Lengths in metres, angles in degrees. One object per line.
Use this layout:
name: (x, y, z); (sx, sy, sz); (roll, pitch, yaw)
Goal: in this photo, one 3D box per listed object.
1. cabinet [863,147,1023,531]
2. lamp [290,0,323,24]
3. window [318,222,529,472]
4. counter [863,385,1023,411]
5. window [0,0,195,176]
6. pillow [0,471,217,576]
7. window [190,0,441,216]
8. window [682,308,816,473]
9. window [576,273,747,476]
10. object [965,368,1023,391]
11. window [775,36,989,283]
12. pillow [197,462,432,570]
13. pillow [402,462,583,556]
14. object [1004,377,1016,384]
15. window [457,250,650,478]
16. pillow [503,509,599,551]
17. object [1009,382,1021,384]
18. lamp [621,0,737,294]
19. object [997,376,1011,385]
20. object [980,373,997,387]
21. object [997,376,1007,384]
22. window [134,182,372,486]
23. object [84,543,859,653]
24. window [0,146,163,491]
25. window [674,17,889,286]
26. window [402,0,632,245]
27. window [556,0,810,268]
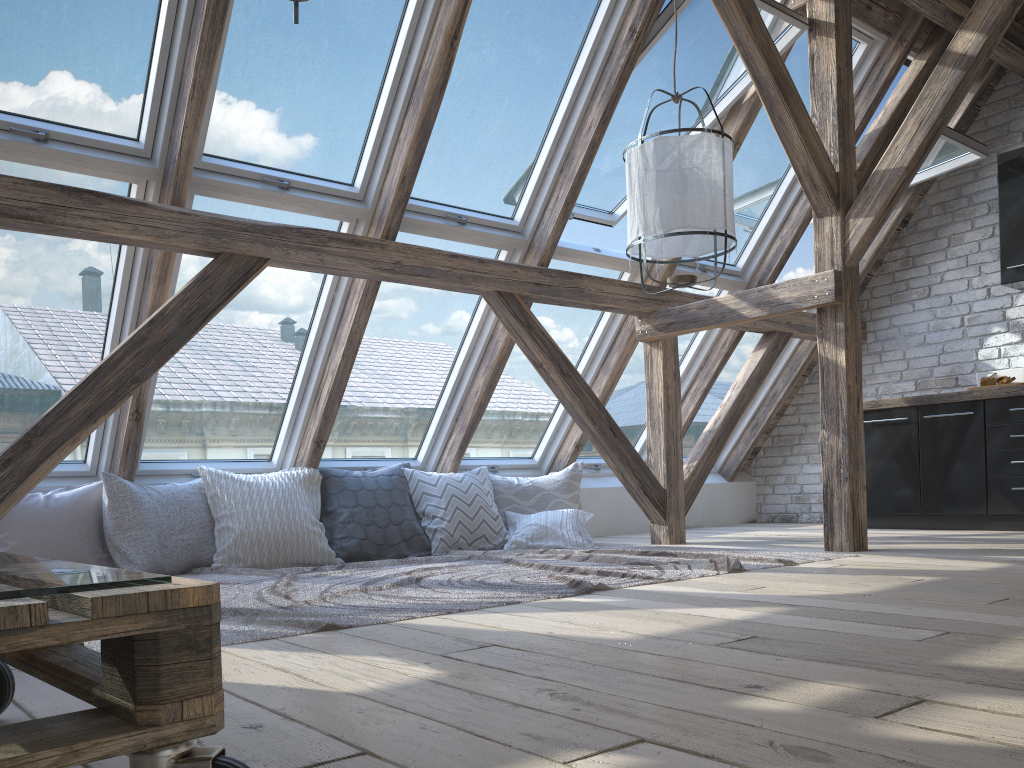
cabinet: (3.253, -0.538, 3.931); (2.091, 2.499, 4.238); (0, -5, -39)
lamp: (-0.579, -1.661, 2.277); (0.408, 1.302, 0.399); (-2, 0, 27)
window: (-0.564, -0.123, 4.714); (0.855, 1.273, 1.101); (-1, -3, -39)
counter: (3.099, 0.309, 4.054); (2.242, 0.849, 3.835); (3, -8, -39)
window: (-1.413, -1.507, 2.773); (0.855, 1.273, 1.101); (-1, -3, -39)
pillow: (-1.763, 0.657, 3.973); (0.437, 0.523, 1.134); (-4, -5, 43)
window: (-0.696, -1.465, 3.349); (0.855, 1.273, 1.101); (-1, -3, -39)
window: (1.585, 0.004, 6.444); (0.855, 1.273, 1.101); (-1, -3, -39)
window: (0.869, -0.038, 5.867); (0.855, 1.273, 1.101); (-1, -3, -39)
object: (3.046, -0.024, 5.425); (0.383, 0.133, 0.591); (-7, -8, 39)
window: (2.130, -1.289, 5.704); (0.855, 1.272, 1.528); (-1, -4, -39)
pillow: (-0.975, 0.664, 4.575); (1.272, 0.561, 0.470); (2, -5, -38)
pillow: (-0.091, 0.739, 5.230); (1.154, 0.532, 0.503); (2, -4, -34)
object: (2.987, -0.015, 5.286); (0.073, 0.055, 0.083); (-4, -5, 27)
window: (0.152, -0.080, 5.290); (0.855, 1.273, 1.101); (-1, -3, -39)
pillow: (0.221, 0.848, 5.068); (0.536, 0.241, 0.478); (-2, -5, 3)
object: (3.017, 0.002, 5.278); (0.069, 0.017, 0.078); (-5, -7, 29)
lamp: (0.595, -1.299, 3.217); (0.407, 1.892, 0.400); (-2, 0, 2)
object: (2.959, -0.015, 5.289); (0.072, 0.057, 0.083); (-4, -5, 27)
object: (2.891, -0.021, 5.338); (0.090, 0.087, 0.086); (-4, -3, 28)
object: (2.982, -0.014, 5.342); (0.074, 0.067, 0.079); (-3, -4, 23)
window: (-1.280, -0.165, 4.137); (0.855, 1.273, 1.101); (-1, -3, -39)
object: (-0.348, 0.795, 3.833); (3.188, 0.056, 2.201); (3, -8, -38)
window: (-1.996, -0.207, 3.560); (0.855, 1.273, 1.101); (-1, -3, -39)
window: (1.452, -1.338, 5.079); (0.855, 1.273, 1.101); (-1, -3, -39)
window: (0.020, -1.423, 3.926); (0.855, 1.273, 1.101); (-1, -3, -39)
window: (0.705, -1.375, 4.541); (0.855, 1.273, 1.413); (-1, -4, -39)
